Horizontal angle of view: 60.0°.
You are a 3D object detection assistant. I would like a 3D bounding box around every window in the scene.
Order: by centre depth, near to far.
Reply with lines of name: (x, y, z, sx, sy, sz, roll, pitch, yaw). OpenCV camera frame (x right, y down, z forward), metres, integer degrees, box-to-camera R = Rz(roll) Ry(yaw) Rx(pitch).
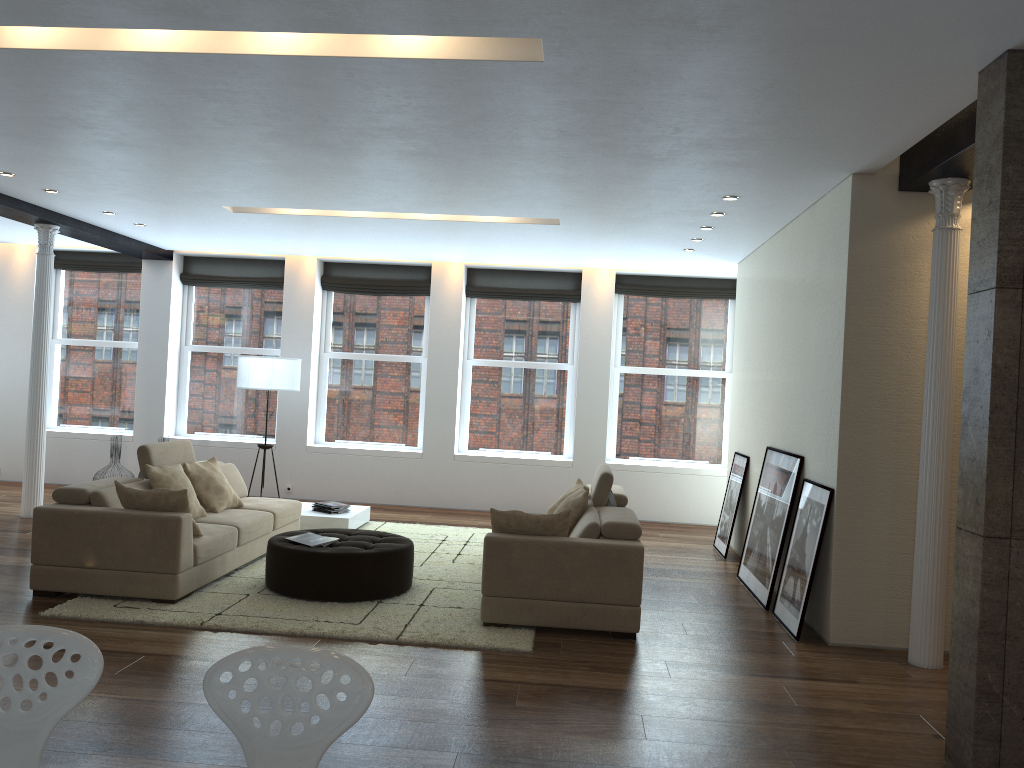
window: (1.993, -0.122, 10.990, 1.563, 2.400, 0.123, 3, 0, 4)
window: (0.098, -0.220, 11.130, 1.443, 2.400, 0.123, 3, 0, 4)
window: (-1.736, -0.315, 11.264, 1.442, 2.400, 0.123, 3, 0, 4)
window: (-3.566, -0.410, 11.399, 1.432, 2.400, 0.123, 3, 0, 4)
window: (-5.370, -0.504, 11.531, 1.391, 2.400, 0.123, 3, 0, 4)

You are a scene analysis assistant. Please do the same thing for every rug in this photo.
rug: (-1.216, 1.488, 7.345, 2.972, 0.020, 4.231, 3, 0, 4)

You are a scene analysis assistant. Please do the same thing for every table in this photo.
table: (-1.992, 1.360, 9.024, 0.900, 0.170, 0.900, 3, 0, 4)

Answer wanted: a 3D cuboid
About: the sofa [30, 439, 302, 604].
sofa: (-2.532, 0.953, 7.014, 1.021, 0.950, 2.581, 3, 0, 4)

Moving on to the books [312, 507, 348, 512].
books: (-1.829, 1.258, 8.921, 0.300, 0.010, 0.220, 3, 0, 39)

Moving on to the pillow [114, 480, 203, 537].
pillow: (-2.377, 0.849, 5.986, 0.518, 0.393, 0.395, 3, 0, 8)

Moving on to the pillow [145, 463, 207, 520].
pillow: (-2.557, 0.820, 6.762, 0.301, 0.439, 0.534, 3, 0, 8)

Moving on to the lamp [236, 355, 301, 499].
lamp: (-2.799, 0.559, 10.092, 0.698, 1.728, 0.698, 3, 0, 28)

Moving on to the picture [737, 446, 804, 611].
picture: (2.028, 1.094, 7.035, 0.225, 1.140, 1.183, 3, 0, 4)

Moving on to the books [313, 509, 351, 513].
books: (-1.814, 1.269, 8.941, 0.300, 0.010, 0.220, 3, 0, 24)

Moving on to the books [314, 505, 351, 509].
books: (-1.812, 1.230, 8.941, 0.300, 0.010, 0.220, 3, 0, 19)

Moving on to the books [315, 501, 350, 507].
books: (-1.811, 1.211, 8.941, 0.300, 0.010, 0.220, 3, 0, 44)

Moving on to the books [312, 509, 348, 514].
books: (-1.830, 1.278, 8.921, 0.300, 0.010, 0.220, 3, 0, 39)

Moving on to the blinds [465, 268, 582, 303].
blinds: (0.147, -1.234, 11.071, 1.442, 0.393, 0.156, 3, 0, 4)

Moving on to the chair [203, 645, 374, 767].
chair: (-0.591, 1.087, 2.001, 0.495, 0.835, 0.581, 3, 0, 4)

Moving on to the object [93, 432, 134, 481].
object: (-4.623, 0.942, 10.326, 0.458, 0.781, 0.458, 3, 0, 3)

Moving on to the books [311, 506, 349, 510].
books: (-1.828, 1.239, 8.921, 0.300, 0.010, 0.220, 3, 0, 29)

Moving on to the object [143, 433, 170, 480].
object: (-4.143, 0.968, 10.509, 0.458, 0.781, 0.458, 3, 0, 3)

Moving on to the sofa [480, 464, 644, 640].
sofa: (0.403, 1.105, 6.798, 1.021, 0.950, 2.581, 3, 0, 4)

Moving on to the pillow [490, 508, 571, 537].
pillow: (0.111, 0.977, 5.803, 0.518, 0.393, 0.395, 3, 0, 1)

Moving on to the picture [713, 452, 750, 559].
picture: (2.167, 1.183, 8.783, 0.195, 0.988, 0.700, 3, 0, 4)

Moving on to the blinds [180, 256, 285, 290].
blinds: (-3.519, -1.423, 11.325, 1.431, 0.395, 0.183, 3, 0, 4)

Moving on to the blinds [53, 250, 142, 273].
blinds: (-5.319, -1.577, 11.474, 1.396, 0.275, 0.156, 3, 0, 4)

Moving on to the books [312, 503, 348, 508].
books: (-1.827, 1.220, 8.921, 0.300, 0.010, 0.220, 3, 0, 39)

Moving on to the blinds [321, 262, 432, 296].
blinds: (-1.687, -1.322, 11.206, 1.439, 0.424, 0.156, 3, 0, 4)

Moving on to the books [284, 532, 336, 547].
books: (-1.426, 1.100, 6.265, 0.301, 0.040, 0.220, 3, 0, 39)

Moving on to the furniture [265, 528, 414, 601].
furniture: (-1.247, 1.296, 6.465, 1.057, 0.355, 1.057, 3, 0, 6)

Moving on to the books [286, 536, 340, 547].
books: (-1.410, 1.109, 6.286, 0.300, 0.031, 0.219, 3, 0, 19)

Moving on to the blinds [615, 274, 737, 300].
blinds: (2.046, -1.190, 10.932, 1.563, 0.275, 0.156, 3, 0, 4)

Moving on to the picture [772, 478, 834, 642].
picture: (1.963, 1.161, 6.015, 0.195, 0.988, 0.700, 3, 0, 4)

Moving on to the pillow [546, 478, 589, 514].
pillow: (0.437, 0.989, 7.168, 0.368, 0.416, 0.519, 3, 0, 0)

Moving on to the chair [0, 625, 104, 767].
chair: (-1.290, 1.051, 2.056, 0.495, 0.835, 0.581, 3, 0, 4)

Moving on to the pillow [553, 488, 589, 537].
pillow: (0.405, 0.974, 6.544, 0.301, 0.439, 0.534, 3, 0, 1)

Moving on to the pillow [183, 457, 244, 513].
pillow: (-2.500, 0.837, 7.384, 0.368, 0.416, 0.519, 3, 0, 9)

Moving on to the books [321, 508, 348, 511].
books: (-1.813, 1.250, 8.941, 0.220, 0.010, 0.300, 3, 0, -36)
